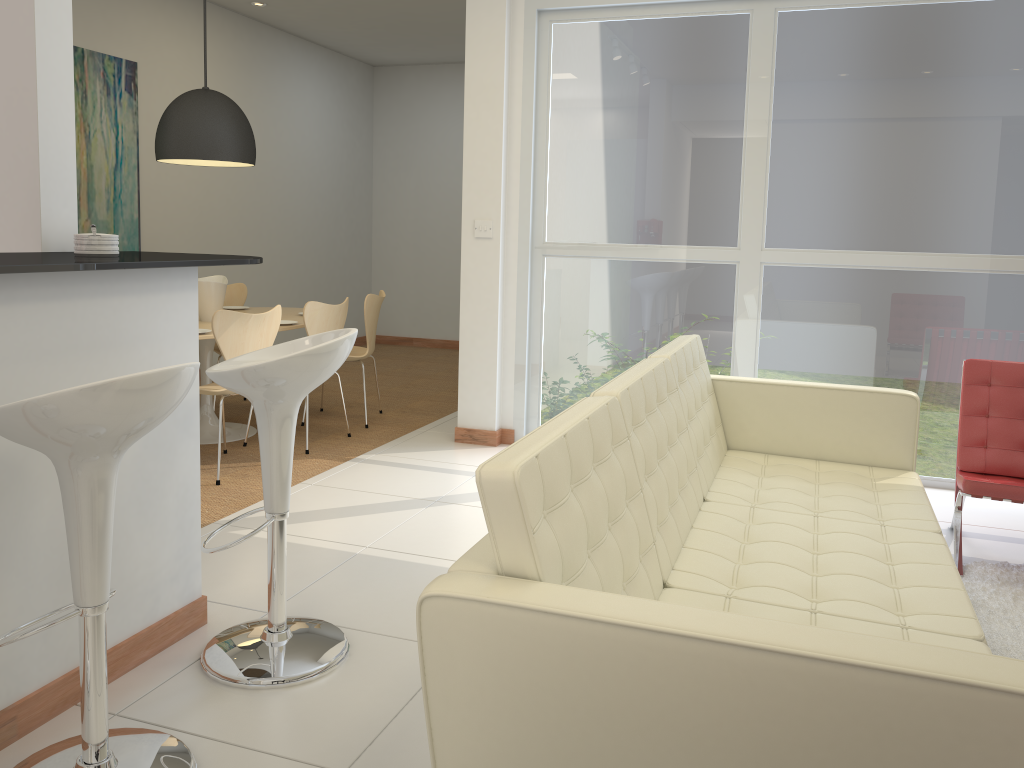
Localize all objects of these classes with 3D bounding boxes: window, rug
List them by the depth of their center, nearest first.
[{"bbox_3d":[1.796,1.017,2.079,2.446,0.004,3.349,5,10,20],"label":"rug"},{"bbox_3d":[1.678,-0.824,4.929,3.437,2.697,0.122,4,7,19],"label":"window"}]

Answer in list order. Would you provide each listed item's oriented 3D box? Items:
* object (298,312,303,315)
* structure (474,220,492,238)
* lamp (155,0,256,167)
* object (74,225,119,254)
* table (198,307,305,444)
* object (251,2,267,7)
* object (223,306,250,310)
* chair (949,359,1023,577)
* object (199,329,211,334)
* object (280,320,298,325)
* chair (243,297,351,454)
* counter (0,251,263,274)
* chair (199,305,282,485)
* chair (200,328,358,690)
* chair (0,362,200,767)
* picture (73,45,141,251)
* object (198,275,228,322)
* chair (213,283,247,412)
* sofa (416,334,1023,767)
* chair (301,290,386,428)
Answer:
[{"bbox_3d":[-1.371,-0.482,6.123,0.210,0.015,0.212,-1,10,-16],"label":"object"},{"bbox_3d":[-0.175,-0.947,5.403,0.114,0.104,0.013,4,7,19],"label":"structure"},{"bbox_3d":[-1.881,-2.109,5.426,0.595,1.484,0.597,4,7,21],"label":"lamp"},{"bbox_3d":[-1.421,-0.492,3.003,0.140,0.097,0.174,3,9,12],"label":"object"},{"bbox_3d":[-1.953,-0.042,5.641,1.281,0.724,2.276,5,10,19],"label":"table"},{"bbox_3d":[-2.140,-3.208,7.477,0.129,0.010,0.130,-3,11,-26],"label":"object"},{"bbox_3d":[-2.012,-0.549,6.418,0.210,0.015,0.212,1,10,-3],"label":"object"},{"bbox_3d":[2.241,0.356,3.665,0.701,0.811,0.710,5,8,24],"label":"chair"},{"bbox_3d":[-1.775,-0.288,4.905,0.211,0.015,0.211,-8,13,-44],"label":"object"},{"bbox_3d":[-1.436,-0.378,5.493,0.210,0.015,0.211,-3,10,-24],"label":"object"},{"bbox_3d":[-1.295,-0.083,5.472,0.516,0.901,0.524,4,8,19],"label":"chair"},{"bbox_3d":[-1.596,-0.250,1.888,0.736,0.019,2.984,5,10,19],"label":"counter"},{"bbox_3d":[-1.558,0.021,4.808,0.517,0.901,0.524,5,8,26],"label":"chair"},{"bbox_3d":[-0.709,0.338,2.702,0.465,1.014,0.460,2,7,5],"label":"chair"},{"bbox_3d":[-0.949,0.448,2.013,0.466,1.014,0.459,6,8,30],"label":"chair"},{"bbox_3d":[-3.139,-1.553,5.941,0.020,1.497,1.750,4,8,19],"label":"picture"},{"bbox_3d":[-1.921,-0.540,5.592,0.271,0.278,0.262,-4,10,-35],"label":"object"},{"bbox_3d":[-2.070,-0.267,6.440,0.518,0.901,0.523,8,10,43],"label":"chair"},{"bbox_3d":[0.730,0.452,2.502,1.002,0.916,2.581,4,10,19],"label":"sofa"},{"bbox_3d":[-1.144,-0.195,6.162,0.516,0.901,0.525,2,7,2],"label":"chair"}]
